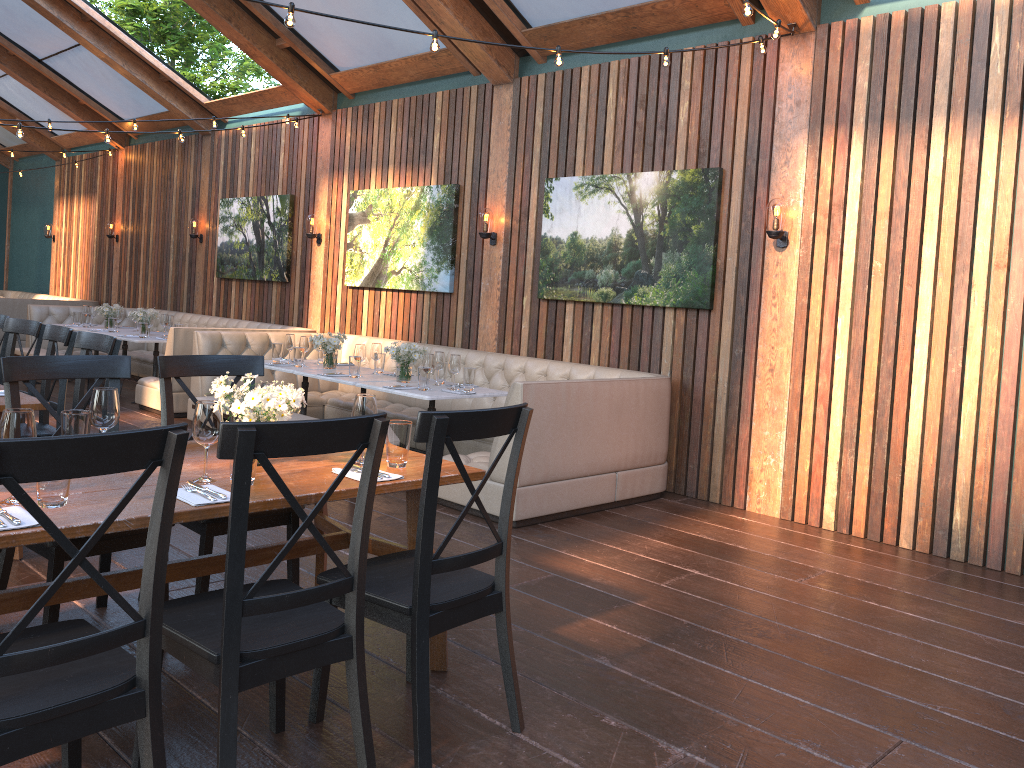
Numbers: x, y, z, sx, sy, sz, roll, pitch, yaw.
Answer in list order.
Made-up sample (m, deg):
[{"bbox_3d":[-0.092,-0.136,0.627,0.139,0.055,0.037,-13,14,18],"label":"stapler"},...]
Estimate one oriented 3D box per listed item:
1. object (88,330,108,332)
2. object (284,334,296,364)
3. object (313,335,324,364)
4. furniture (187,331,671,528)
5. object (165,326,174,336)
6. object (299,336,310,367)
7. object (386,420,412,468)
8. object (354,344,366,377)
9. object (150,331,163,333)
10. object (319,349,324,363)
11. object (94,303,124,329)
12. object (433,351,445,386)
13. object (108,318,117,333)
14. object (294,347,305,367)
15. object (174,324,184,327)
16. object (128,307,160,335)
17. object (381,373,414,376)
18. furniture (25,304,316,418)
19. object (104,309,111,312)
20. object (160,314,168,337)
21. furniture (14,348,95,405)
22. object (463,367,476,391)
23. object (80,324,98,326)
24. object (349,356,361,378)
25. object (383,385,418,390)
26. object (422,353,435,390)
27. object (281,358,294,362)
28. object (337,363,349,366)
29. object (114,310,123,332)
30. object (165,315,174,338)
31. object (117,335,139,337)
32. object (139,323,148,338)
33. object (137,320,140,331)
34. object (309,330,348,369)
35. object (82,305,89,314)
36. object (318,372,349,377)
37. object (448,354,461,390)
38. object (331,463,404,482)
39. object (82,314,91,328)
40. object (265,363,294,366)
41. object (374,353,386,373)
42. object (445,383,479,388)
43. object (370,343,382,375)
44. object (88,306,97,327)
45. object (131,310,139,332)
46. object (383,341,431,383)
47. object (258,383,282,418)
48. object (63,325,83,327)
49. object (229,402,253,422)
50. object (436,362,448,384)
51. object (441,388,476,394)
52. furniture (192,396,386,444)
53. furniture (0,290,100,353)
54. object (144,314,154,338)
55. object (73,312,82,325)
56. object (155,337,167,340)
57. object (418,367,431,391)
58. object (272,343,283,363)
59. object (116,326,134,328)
[{"bbox_3d":[-4.554,-0.595,9.818,0.158,0.019,0.255,9,8,44],"label":"object"},{"bbox_3d":[-1.863,-0.296,7.416,0.092,0.244,0.092,4,2,2],"label":"object"},{"bbox_3d":[-1.641,-0.291,7.509,0.092,0.244,0.092,4,2,2],"label":"object"},{"bbox_3d":[-0.847,0.160,7.163,4.174,0.857,1.709,9,7,44],"label":"furniture"},{"bbox_3d":[-3.753,-0.601,9.691,0.092,0.158,0.092,5,3,30],"label":"object"},{"bbox_3d":[-1.700,-0.268,7.238,0.092,0.244,0.092,4,2,2],"label":"object"},{"bbox_3d":[-0.401,0.211,3.108,0.091,0.158,0.092,3,3,-19],"label":"object"},{"bbox_3d":[-1.154,-0.179,6.693,0.092,0.244,0.092,4,2,-4],"label":"object"},{"bbox_3d":[-4.145,-0.601,10.141,0.158,0.019,0.255,9,8,44],"label":"object"},{"bbox_3d":[-1.629,-0.258,7.619,0.092,0.158,0.092,5,3,30],"label":"object"},{"bbox_3d":[-4.704,-0.802,10.337,0.336,0.309,0.330,1,5,-34],"label":"object"},{"bbox_3d":[-0.534,-0.112,6.427,0.092,0.244,0.092,4,2,-4],"label":"object"},{"bbox_3d":[-4.402,-0.648,9.740,0.092,0.158,0.092,5,3,30],"label":"object"},{"bbox_3d":[-1.717,-0.216,7.131,0.092,0.158,0.092,5,3,30],"label":"object"},{"bbox_3d":[-3.531,-0.555,9.371,0.092,0.158,0.092,3,3,-9],"label":"object"},{"bbox_3d":[-4.019,-0.691,9.668,0.336,0.309,0.330,2,4,-29],"label":"object"},{"bbox_3d":[-0.914,-0.080,6.986,0.158,0.019,0.255,9,8,44],"label":"object"},{"bbox_3d":[-4.072,-0.361,10.318,4.174,0.857,1.709,9,7,44],"label":"furniture"},{"bbox_3d":[-4.871,-0.812,10.664,0.092,0.244,0.092,4,2,2],"label":"object"},{"bbox_3d":[-3.765,-0.634,9.581,0.092,0.244,0.092,4,2,2],"label":"object"},{"bbox_3d":[-4.864,-0.104,9.531,2.338,0.398,0.312,9,6,44],"label":"furniture"},{"bbox_3d":[-0.300,-0.034,6.217,0.092,0.158,0.092,5,3,30],"label":"object"},{"bbox_3d":[-5.133,-0.724,10.737,0.256,0.019,0.157,9,8,44],"label":"object"},{"bbox_3d":[-1.171,-0.126,6.586,0.092,0.158,0.092,5,3,30],"label":"object"},{"bbox_3d":[-0.753,0.018,6.110,0.158,0.019,0.255,9,8,44],"label":"object"},{"bbox_3d":[-0.583,-0.087,6.139,0.092,0.244,0.092,4,2,-4],"label":"object"},{"bbox_3d":[-1.902,-0.202,7.582,0.256,0.019,0.157,9,8,44],"label":"object"},{"bbox_3d":[-1.485,-0.172,7.545,0.158,0.019,0.255,9,8,44],"label":"object"},{"bbox_3d":[-4.384,-0.700,9.847,0.092,0.244,0.092,4,2,2],"label":"object"},{"bbox_3d":[-3.636,-0.606,9.384,0.092,0.244,0.092,4,2,2],"label":"object"},{"bbox_3d":[-3.984,-0.504,9.265,0.158,0.019,0.255,9,8,44],"label":"object"},{"bbox_3d":[-3.831,-0.556,9.187,0.092,0.158,0.092,5,3,30],"label":"object"},{"bbox_3d":[-4.288,-0.687,10.215,0.092,0.158,0.092,5,3,30],"label":"object"},{"bbox_3d":[-1.482,-0.280,7.171,0.328,0.309,0.338,2,4,-24],"label":"object"},{"bbox_3d":[-5.094,-0.818,10.570,0.092,0.244,0.092,4,2,2],"label":"object"},{"bbox_3d":[-1.324,-0.074,6.664,0.158,0.019,0.255,9,8,44],"label":"object"},{"bbox_3d":[-0.406,-0.085,6.230,0.092,0.244,0.092,4,2,-4],"label":"object"},{"bbox_3d":[-0.493,0.291,2.944,0.256,0.019,0.157,9,8,44],"label":"object"},{"bbox_3d":[-4.948,-0.737,10.286,0.092,0.158,0.092,5,3,30],"label":"object"},{"bbox_3d":[-1.870,-0.163,7.209,0.158,0.019,0.255,9,8,44],"label":"object"},{"bbox_3d":[-1.058,-0.166,7.060,0.092,0.158,0.092,5,3,30],"label":"object"},{"bbox_3d":[-0.379,0.007,6.463,0.158,0.019,0.255,9,8,44],"label":"object"},{"bbox_3d":[-1.070,-0.199,6.950,0.092,0.244,0.092,4,2,-4],"label":"object"},{"bbox_3d":[-4.930,-0.789,10.392,0.092,0.244,0.092,4,2,2],"label":"object"},{"bbox_3d":[-4.300,-0.720,10.105,0.092,0.244,0.092,4,2,2],"label":"object"},{"bbox_3d":[-0.788,-0.171,6.521,0.336,0.309,0.329,5,4,19],"label":"object"},{"bbox_3d":[-0.892,0.121,3.258,0.092,0.244,0.092,4,2,-4],"label":"object"},{"bbox_3d":[-5.100,-0.685,10.364,0.158,0.019,0.255,9,8,44],"label":"object"},{"bbox_3d":[-1.009,0.153,3.294,0.091,0.158,0.092,3,3,-19],"label":"object"},{"bbox_3d":[-0.522,-0.080,6.536,0.092,0.158,0.092,5,3,30],"label":"object"},{"bbox_3d":[-0.381,0.046,6.071,0.256,0.019,0.157,9,8,44],"label":"object"},{"bbox_3d":[-1.640,0.417,6.378,2.338,0.398,0.312,9,6,44],"label":"furniture"},{"bbox_3d":[-8.380,-1.057,14.532,4.174,0.857,1.709,9,7,44],"label":"furniture"},{"bbox_3d":[-3.814,-0.608,9.294,0.092,0.244,0.092,2,3,-43],"label":"object"},{"bbox_3d":[-5.204,-0.783,10.586,0.092,0.158,0.092,5,3,30],"label":"object"},{"bbox_3d":[-3.611,-0.476,9.225,0.256,0.019,0.157,9,8,44],"label":"object"},{"bbox_3d":[-0.601,-0.035,6.032,0.092,0.158,0.092,5,3,30],"label":"object"},{"bbox_3d":[-1.974,-0.262,7.432,0.092,0.158,0.092,5,3,30],"label":"object"},{"bbox_3d":[-4.716,-0.693,10.700,0.158,0.019,0.255,9,8,44],"label":"object"}]
